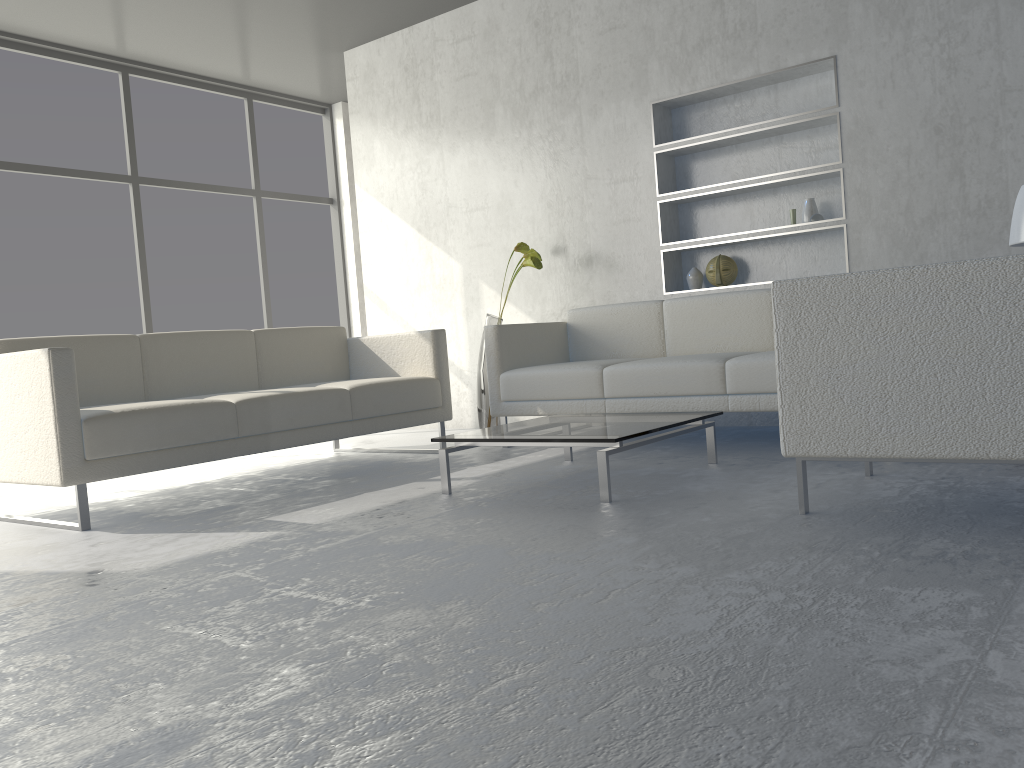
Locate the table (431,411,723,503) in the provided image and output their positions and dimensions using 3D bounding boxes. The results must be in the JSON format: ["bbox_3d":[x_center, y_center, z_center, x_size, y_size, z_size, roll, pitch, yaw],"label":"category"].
[{"bbox_3d":[0.249,0.237,3.126,0.730,0.190,0.773,-3,3,37],"label":"table"}]

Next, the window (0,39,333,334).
[{"bbox_3d":[-2.393,-0.818,5.786,0.037,2.477,4.080,-3,3,37],"label":"window"}]

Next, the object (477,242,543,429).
[{"bbox_3d":[0.020,-0.242,4.700,0.387,1.051,0.400,-6,3,-25],"label":"object"}]

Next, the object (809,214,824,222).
[{"bbox_3d":[1.424,-0.771,4.145,0.064,0.050,0.064,-2,3,43],"label":"object"}]

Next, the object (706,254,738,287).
[{"bbox_3d":[1.052,-0.571,4.491,0.163,0.179,0.088,-3,3,27],"label":"object"}]

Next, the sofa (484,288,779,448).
[{"bbox_3d":[0.862,-0.084,4.021,1.881,0.658,0.821,-3,3,37],"label":"sofa"}]

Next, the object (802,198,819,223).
[{"bbox_3d":[1.418,-0.815,4.216,0.079,0.130,0.079,-3,3,35],"label":"object"}]

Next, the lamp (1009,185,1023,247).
[{"bbox_3d":[2.017,-0.448,3.235,0.347,0.582,0.347,-4,2,6],"label":"lamp"}]

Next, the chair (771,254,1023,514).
[{"bbox_3d":[1.190,-0.036,2.260,0.821,0.662,0.748,-3,3,37],"label":"chair"}]

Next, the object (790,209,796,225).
[{"bbox_3d":[1.356,-0.793,4.272,0.074,0.094,0.074,-4,2,1],"label":"object"}]

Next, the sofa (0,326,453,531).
[{"bbox_3d":[-1.171,0.086,3.758,0.821,0.658,1.881,-3,3,37],"label":"sofa"}]

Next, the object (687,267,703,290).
[{"bbox_3d":[0.951,-0.541,4.603,0.086,0.128,0.086,-7,3,-42],"label":"object"}]
